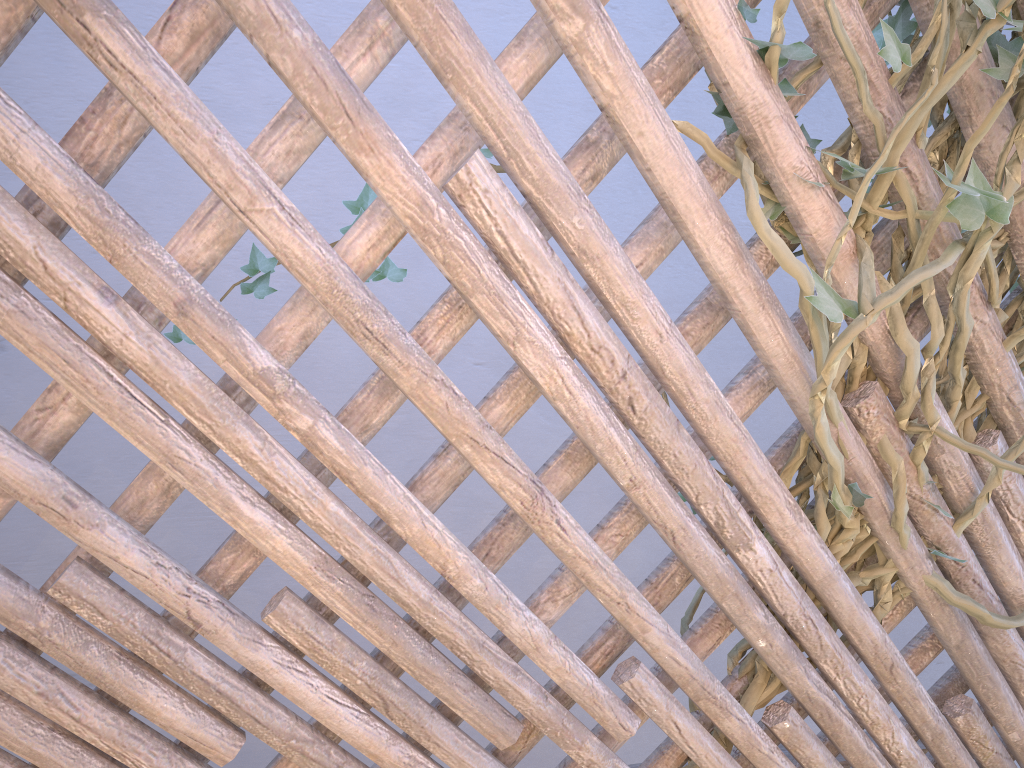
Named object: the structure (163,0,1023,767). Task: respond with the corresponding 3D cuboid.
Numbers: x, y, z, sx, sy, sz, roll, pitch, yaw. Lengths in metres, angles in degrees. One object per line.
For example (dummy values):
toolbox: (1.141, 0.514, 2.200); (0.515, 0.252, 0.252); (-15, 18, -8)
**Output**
structure: (0.880, -0.846, 0.645); (2.349, 3.005, 0.656); (-3, 21, -18)
